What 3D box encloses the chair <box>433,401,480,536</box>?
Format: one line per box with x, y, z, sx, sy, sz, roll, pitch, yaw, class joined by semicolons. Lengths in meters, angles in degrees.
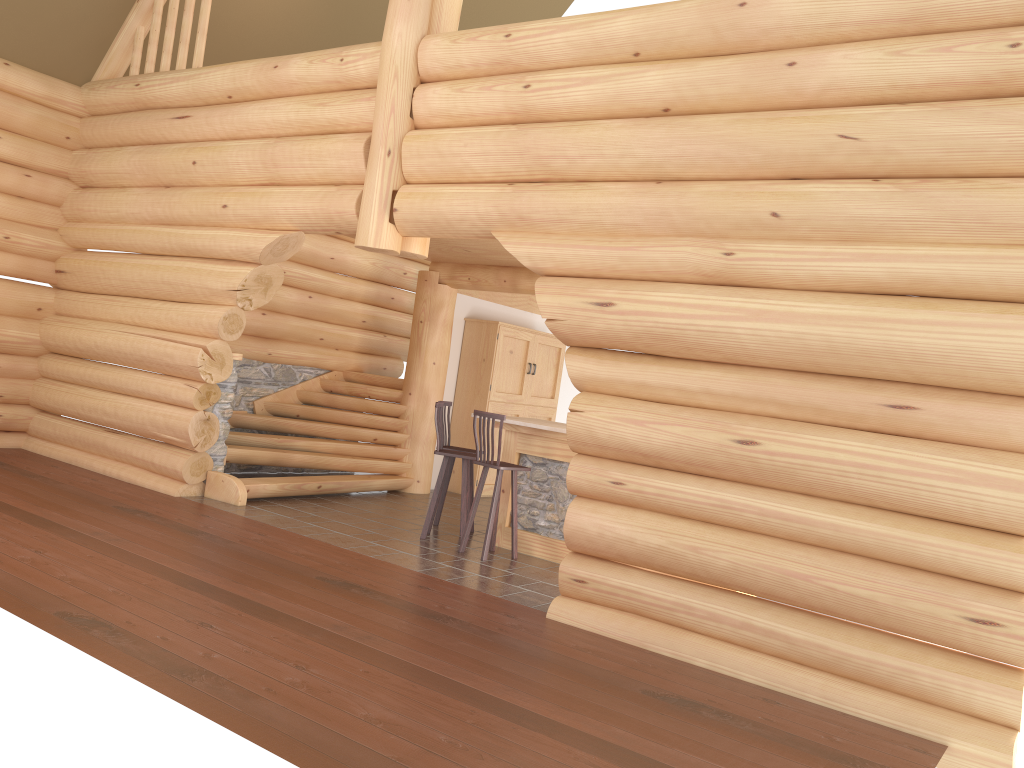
-0.588;0.865;9.227;0.504;1.319;0.406;8;0;15;chair

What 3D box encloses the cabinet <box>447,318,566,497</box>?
-0.055;0.384;12.898;0.670;2.403;1.847;8;0;35;cabinet

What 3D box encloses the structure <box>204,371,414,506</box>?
-2.613;0.412;10.926;1.951;1.643;3.604;8;0;29;structure

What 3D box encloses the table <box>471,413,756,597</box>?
1.148;1.147;8.427;3.220;1.257;1.196;8;0;35;table

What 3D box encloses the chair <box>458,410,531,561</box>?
-0.148;0.930;8.185;0.406;1.319;0.504;8;0;45;chair

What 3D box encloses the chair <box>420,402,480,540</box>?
-0.590;0.866;8.705;0.504;1.319;0.406;8;0;3;chair
